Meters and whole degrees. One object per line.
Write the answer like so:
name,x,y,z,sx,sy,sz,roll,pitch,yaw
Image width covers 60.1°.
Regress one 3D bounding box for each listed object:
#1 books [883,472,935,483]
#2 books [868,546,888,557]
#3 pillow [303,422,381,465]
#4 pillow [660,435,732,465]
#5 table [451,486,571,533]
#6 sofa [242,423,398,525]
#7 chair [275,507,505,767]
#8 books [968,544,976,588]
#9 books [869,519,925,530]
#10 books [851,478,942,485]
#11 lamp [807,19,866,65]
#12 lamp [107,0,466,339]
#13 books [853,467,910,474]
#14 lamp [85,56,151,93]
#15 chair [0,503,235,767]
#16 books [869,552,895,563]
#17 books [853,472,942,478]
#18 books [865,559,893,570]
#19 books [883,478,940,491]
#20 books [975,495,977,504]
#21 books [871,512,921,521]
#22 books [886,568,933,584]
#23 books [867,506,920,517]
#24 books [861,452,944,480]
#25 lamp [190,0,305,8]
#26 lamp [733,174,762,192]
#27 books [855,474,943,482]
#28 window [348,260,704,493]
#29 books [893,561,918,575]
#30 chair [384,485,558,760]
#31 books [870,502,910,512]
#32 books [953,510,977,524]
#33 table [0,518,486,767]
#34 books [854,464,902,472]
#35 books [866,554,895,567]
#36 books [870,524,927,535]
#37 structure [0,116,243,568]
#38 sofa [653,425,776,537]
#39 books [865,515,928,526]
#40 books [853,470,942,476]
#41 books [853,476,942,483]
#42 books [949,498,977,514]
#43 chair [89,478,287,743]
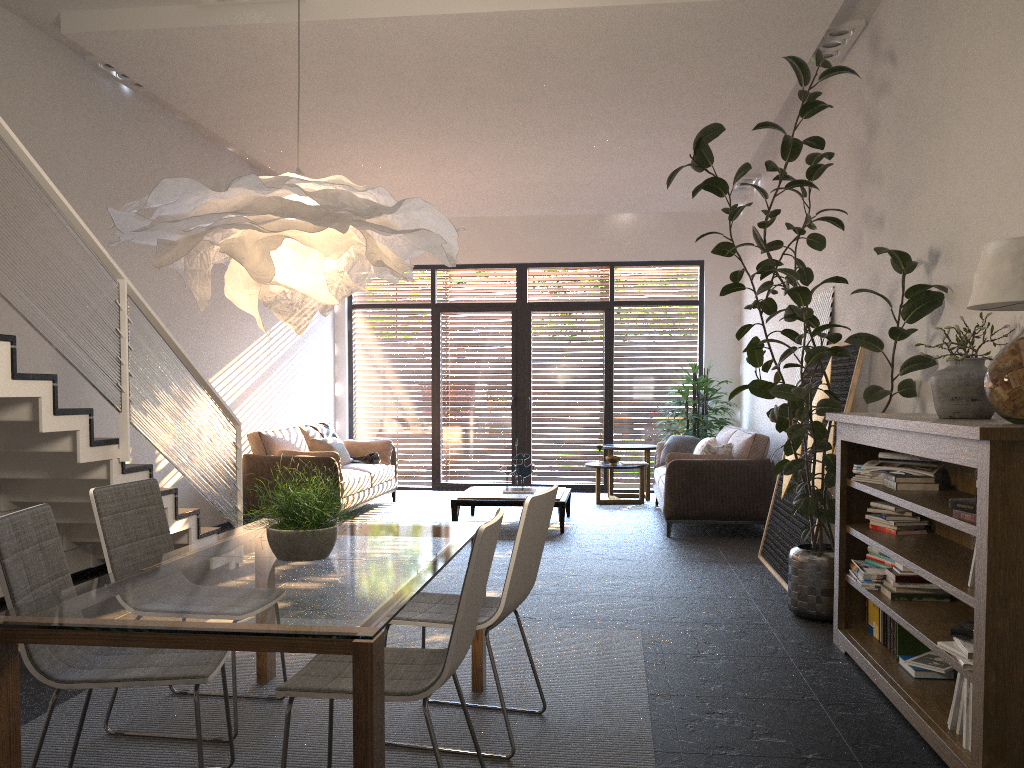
books,1.779,0.420,3.973,0.166,0.024,0.227,0,-1,11
books,1.825,0.787,4.143,0.193,0.028,0.245,0,-1,-13
pillow,-2.061,0.787,9.774,0.955,0.709,1.017,0,1,31
pillow,1.826,0.713,8.858,0.618,0.343,1.891,0,0,7
table,0.024,1.200,8.587,1.049,0.308,1.114,0,0,7
sofa,-1.938,0.902,9.266,0.993,0.921,2.318,0,0,7
chair,-0.332,0.839,2.593,0.601,0.921,0.474,0,2,7
books,1.606,0.594,2.948,0.135,0.182,0.078,0,2,7
books,1.831,0.667,4.216,0.155,0.022,0.205,0,-1,-13
books,1.816,0.461,4.180,0.252,0.011,0.318,0,-1,-20
lamp,2.070,-2.221,5.740,0.253,0.066,0.644,0,-1,7
lamp,-0.712,-2.751,2.842,1.117,5.224,1.059,1,3,18
books,1.832,0.408,4.196,0.252,0.011,0.318,0,-1,-22
lamp,-2.725,-2.216,6.297,0.253,0.066,0.644,0,-1,7
chair,-1.192,0.840,2.692,0.601,0.921,0.474,0,2,-8
books,1.824,0.808,4.143,0.192,0.014,0.255,0,-1,-5
books,1.823,0.429,4.196,0.252,0.011,0.318,0,-1,-12
books,1.808,0.851,4.152,0.175,0.023,0.249,0,-1,-13
books,1.783,0.449,3.965,0.179,0.034,0.243,0,0,10
books,1.621,0.368,2.802,0.179,0.029,0.225,0,-1,-41
books,1.830,0.626,4.228,0.162,0.023,0.231,0,-1,7
books,1.784,0.845,3.900,0.225,0.029,0.179,0,0,10
books,1.829,0.603,4.220,0.147,0.023,0.221,0,-1,-42
books,1.834,0.383,4.123,0.322,0.109,0.273,0,0,42
lamp,-1.524,-2.228,5.003,0.645,0.066,0.253,0,0,7
lamp,2.515,-2.185,9.560,0.253,0.066,0.644,0,-1,7
books,1.827,0.439,4.153,0.252,0.011,0.318,0,-1,-27
window,0.140,-0.108,11.479,4.941,3.035,0.458,0,3,7
books,1.802,0.796,3.902,0.216,0.069,0.158,0,0,16
chair,-0.153,0.846,3.311,0.601,0.921,0.474,0,2,16
books,1.832,0.582,4.212,0.155,0.020,0.205,0,-1,-8
books,1.616,0.437,2.868,0.230,0.034,0.285,0,0,-1
table,-0.710,0.944,2.994,0.997,0.715,1.797,0,0,7
books,1.834,0.397,4.204,0.252,0.011,0.318,0,-1,-17
books,1.808,0.827,4.151,0.175,0.023,0.249,0,-1,-8
books,1.837,0.689,4.216,0.158,0.021,0.224,0,-1,-8
structure,-1.292,-2.868,1.901,4.234,8.326,8.447,0,1,7
sofa,1.948,0.898,8.815,0.993,0.921,2.318,0,0,7
books,1.831,0.647,4.220,0.174,0.019,0.243,0,-1,-8
books,1.823,0.418,4.180,0.252,0.011,0.318,0,-1,-22
books,1.821,0.450,4.170,0.252,0.011,0.318,0,-1,-24
books,-0.243,-2.955,1.005,5.389,6.723,0.360,-1,3,-43
chair,-1.247,0.847,3.452,0.601,0.921,0.474,0,2,9
